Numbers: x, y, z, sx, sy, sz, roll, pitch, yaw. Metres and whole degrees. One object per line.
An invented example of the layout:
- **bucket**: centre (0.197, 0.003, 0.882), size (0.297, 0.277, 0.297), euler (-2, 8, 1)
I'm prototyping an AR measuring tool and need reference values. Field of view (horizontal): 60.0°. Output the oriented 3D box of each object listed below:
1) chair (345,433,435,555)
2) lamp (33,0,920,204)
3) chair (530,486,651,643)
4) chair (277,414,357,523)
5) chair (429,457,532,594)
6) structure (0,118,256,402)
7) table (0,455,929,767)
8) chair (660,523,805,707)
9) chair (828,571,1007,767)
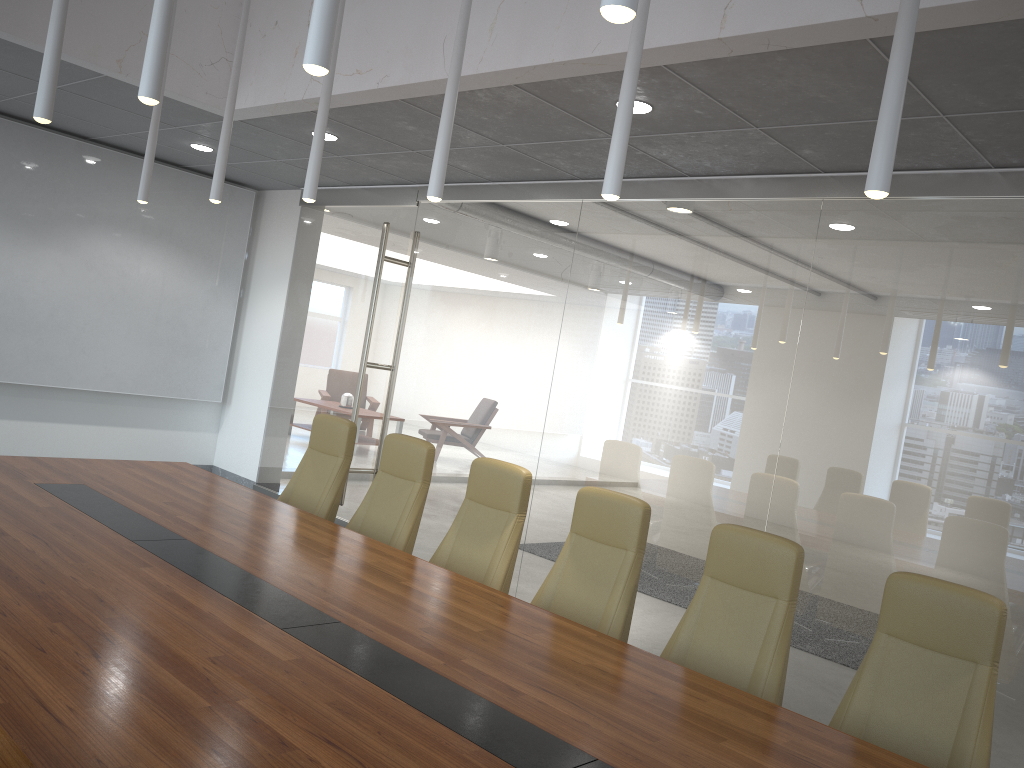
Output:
- **chair**: centre (-1.045, 0.979, 5.276), size (0.711, 1.406, 0.955), euler (11, 1, 43)
- **lamp**: centre (-0.242, -1.996, 3.166), size (7.258, 2.378, 2.619), euler (11, 1, 43)
- **chair**: centre (0.114, 1.195, 4.189), size (0.711, 1.406, 0.955), euler (11, 1, 43)
- **chair**: centre (-1.623, 0.871, 5.818), size (0.711, 1.406, 0.955), euler (11, 1, 43)
- **chair**: centre (-0.461, 1.088, 4.728), size (0.711, 1.406, 0.955), euler (11, 1, 43)
- **structure**: centre (-0.474, -0.414, 3.239), size (13.989, 2.466, 6.600), euler (11, 1, 43)
- **table**: centre (-0.801, 1.317, 3.229), size (6.500, 0.895, 2.300), euler (11, 1, 43)
- **chair**: centre (0.692, 1.303, 3.647), size (0.711, 1.406, 0.955), euler (11, 1, 43)
- **chair**: centre (1.268, 1.410, 3.107), size (0.711, 1.406, 0.955), euler (11, 1, 43)
